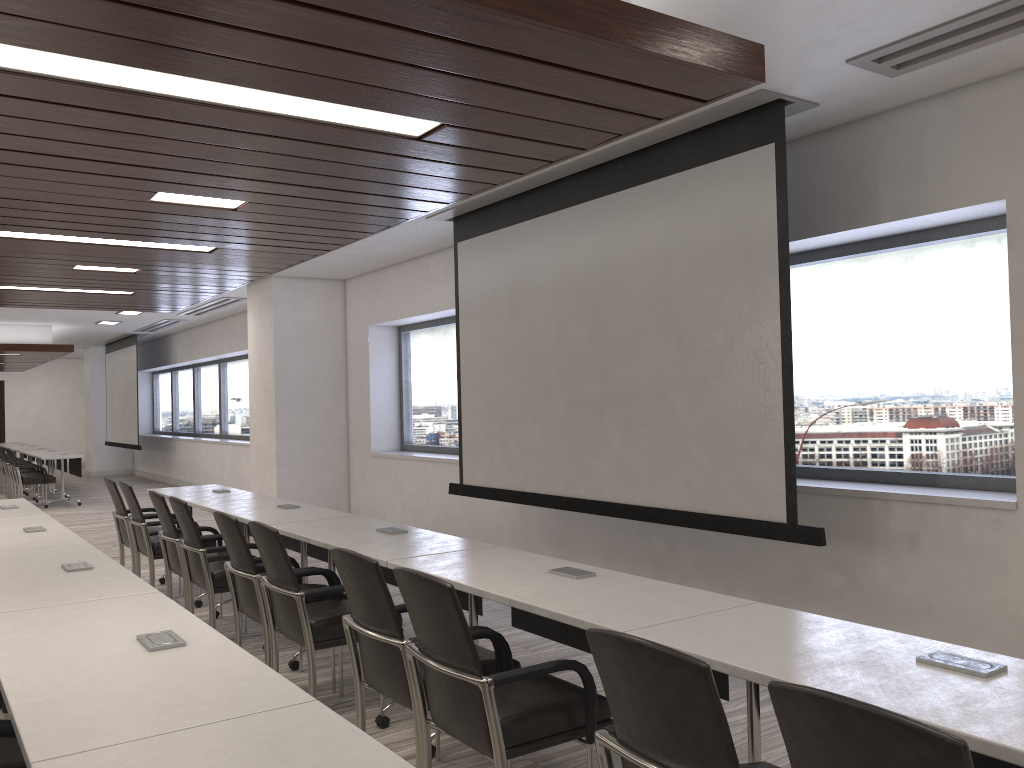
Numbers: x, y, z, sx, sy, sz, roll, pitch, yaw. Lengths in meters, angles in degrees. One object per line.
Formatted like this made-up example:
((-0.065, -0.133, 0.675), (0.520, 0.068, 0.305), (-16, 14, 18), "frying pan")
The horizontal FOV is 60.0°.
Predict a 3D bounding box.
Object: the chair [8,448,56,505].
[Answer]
((-7.441, 1.445, 13.739), (0.638, 0.939, 0.513), (-1, -1, -34), "chair")

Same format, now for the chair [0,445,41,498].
((-8.581, 1.508, 15.438), (0.638, 0.939, 0.513), (-1, -1, -35), "chair")

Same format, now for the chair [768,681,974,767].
((0.833, 0.991, 1.645), (0.638, 0.939, 0.513), (-1, -1, -34), "chair")

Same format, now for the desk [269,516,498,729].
((-0.718, 1.161, 4.570), (0.577, 0.795, 1.509), (-1, -1, -34), "desk")

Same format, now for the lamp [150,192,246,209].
((-1.539, -0.923, 4.352), (0.421, 0.046, 0.236), (-1, -1, -34), "lamp")

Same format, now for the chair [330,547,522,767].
((-0.321, 1.054, 3.323), (0.638, 0.939, 0.513), (-1, -1, -35), "chair")

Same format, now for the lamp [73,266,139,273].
((-2.903, -0.848, 6.350), (0.421, 0.046, 0.236), (-1, -1, -34), "lamp")

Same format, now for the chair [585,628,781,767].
((0.529, 1.007, 2.068), (0.638, 0.939, 0.513), (-1, -1, -35), "chair")

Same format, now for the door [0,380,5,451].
((-14.129, 1.079, 22.378), (2.329, 2.323, 0.200), (-1, -1, -34), "door")

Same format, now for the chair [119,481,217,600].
((-2.591, 1.179, 6.665), (0.638, 0.939, 0.513), (-1, -1, -34), "chair")

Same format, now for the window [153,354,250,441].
((-5.193, 0.270, 15.953), (0.118, 1.419, 10.452), (-1, -1, -34), "window")

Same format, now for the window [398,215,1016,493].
((0.732, -0.055, 7.275), (0.118, 1.419, 6.968), (-1, -1, -34), "window")

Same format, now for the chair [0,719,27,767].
((-1.553, 1.068, 2.474), (0.638, 0.939, 0.513), (-1, -1, -35), "chair")

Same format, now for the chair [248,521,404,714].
((-0.875, 1.085, 4.151), (0.638, 0.939, 0.513), (-1, -1, -34), "chair")

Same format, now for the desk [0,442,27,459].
((-11.558, 1.757, 20.448), (0.577, 0.795, 1.509), (-1, -1, -34), "desk")

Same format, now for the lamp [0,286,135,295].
((-3.896, -0.804, 7.269), (1.496, 0.045, 0.236), (-1, -1, -34), "lamp")

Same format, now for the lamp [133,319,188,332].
((-4.852, -0.986, 9.635), (1.469, 0.552, 14.295), (-1, -1, -12), "lamp")

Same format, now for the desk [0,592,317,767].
((-1.096, 1.128, 2.468), (0.577, 0.795, 1.509), (-1, -1, -34), "desk")

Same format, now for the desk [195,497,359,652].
((-1.578, 1.208, 5.829), (0.577, 0.795, 1.509), (-1, -1, -34), "desk")

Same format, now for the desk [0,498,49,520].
((-3.672, 1.270, 6.242), (0.577, 0.795, 1.509), (-1, -1, -34), "desk")

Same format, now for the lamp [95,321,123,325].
((-6.654, -1.063, 14.635), (0.324, 0.120, 0.519), (-1, -1, -34), "lamp")

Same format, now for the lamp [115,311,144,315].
((-5.690, -1.116, 13.222), (0.324, 0.120, 0.519), (-1, -1, -34), "lamp")

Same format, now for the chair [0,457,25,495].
((-9.153, 1.539, 16.247), (0.638, 0.939, 0.513), (-1, -1, -34), "chair")

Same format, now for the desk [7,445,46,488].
((-9.840, 1.663, 17.932), (0.577, 0.795, 1.509), (-1, -1, -34), "desk")

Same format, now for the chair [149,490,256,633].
((-2.033, 1.148, 5.840), (0.638, 0.939, 0.513), (-1, -1, -34), "chair")

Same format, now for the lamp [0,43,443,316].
((-2.658, -1.068, 8.318), (1.499, 0.552, 12.001), (-1, -1, -18), "lamp")

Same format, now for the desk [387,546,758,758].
((0.140, 1.114, 3.313), (0.577, 0.795, 1.509), (-1, -1, -34), "desk")

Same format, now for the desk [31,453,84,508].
((-7.271, 1.521, 14.168), (0.577, 0.795, 1.509), (-1, -1, -34), "desk")

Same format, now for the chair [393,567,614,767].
((-0.029, 1.038, 2.887), (0.638, 0.939, 0.513), (-1, -1, -34), "chair")

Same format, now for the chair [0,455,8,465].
((-10.000, 1.586, 17.508), (0.638, 0.939, 0.513), (-1, -1, -34), "chair")

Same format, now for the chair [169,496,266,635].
((-1.734, 1.132, 5.411), (0.638, 0.939, 0.513), (-1, -1, -34), "chair")

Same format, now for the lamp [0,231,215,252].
((-2.533, -0.879, 5.271), (1.496, 0.045, 0.236), (-1, -1, -34), "lamp")

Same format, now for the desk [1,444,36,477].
((-10.700, 1.710, 19.191), (0.577, 0.795, 1.509), (-1, -1, -34), "desk")

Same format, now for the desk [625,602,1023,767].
((0.993, 1.067, 2.063), (0.577, 0.795, 1.509), (-1, -1, -34), "desk")

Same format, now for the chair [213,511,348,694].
((-1.182, 1.101, 4.577), (0.638, 0.939, 0.513), (-1, -1, -34), "chair")

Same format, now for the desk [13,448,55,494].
((-8.982, 1.615, 16.675), (0.577, 0.795, 1.509), (-1, -1, -34), "desk")

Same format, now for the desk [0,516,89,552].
((-2.814, 1.222, 4.985), (0.577, 0.795, 1.509), (-1, -1, -34), "desk")

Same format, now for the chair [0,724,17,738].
((-1.252, 1.052, 2.050), (0.638, 0.939, 0.513), (-1, -1, -34), "chair")

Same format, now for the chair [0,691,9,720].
((-2.111, 1.099, 3.308), (0.638, 0.939, 0.513), (-1, -1, -35), "chair")

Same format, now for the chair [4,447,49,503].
((-7.735, 1.461, 14.171), (0.638, 0.939, 0.513), (-1, -1, -35), "chair")

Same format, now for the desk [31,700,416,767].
((-0.243, 1.081, 1.219), (0.577, 0.795, 1.509), (-1, -1, -34), "desk")

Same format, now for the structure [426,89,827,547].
((0.474, -0.326, 5.768), (0.438, 2.329, 3.550), (-1, -1, -34), "structure")

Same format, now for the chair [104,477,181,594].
((-2.898, 1.195, 7.086), (0.638, 0.939, 0.513), (-1, -1, -34), "chair")

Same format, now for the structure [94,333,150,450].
((-8.050, 0.142, 18.254), (0.438, 2.329, 3.550), (-1, -1, -34), "structure")

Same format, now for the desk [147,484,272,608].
((-2.436, 1.255, 7.086), (0.577, 0.795, 1.509), (-1, -1, -34), "desk")

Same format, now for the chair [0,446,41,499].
((-8.301, 1.492, 14.997), (0.638, 0.939, 0.513), (-1, -1, -34), "chair")

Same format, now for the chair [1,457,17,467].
((-9.447, 1.555, 16.681), (0.638, 0.939, 0.513), (-1, -1, -34), "chair")

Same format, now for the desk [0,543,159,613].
((-1.954, 1.175, 3.725), (0.577, 0.795, 1.509), (-1, -1, -34), "desk")

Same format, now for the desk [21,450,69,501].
((-8.129, 1.568, 15.425), (0.577, 0.795, 1.509), (-1, -1, -34), "desk")
